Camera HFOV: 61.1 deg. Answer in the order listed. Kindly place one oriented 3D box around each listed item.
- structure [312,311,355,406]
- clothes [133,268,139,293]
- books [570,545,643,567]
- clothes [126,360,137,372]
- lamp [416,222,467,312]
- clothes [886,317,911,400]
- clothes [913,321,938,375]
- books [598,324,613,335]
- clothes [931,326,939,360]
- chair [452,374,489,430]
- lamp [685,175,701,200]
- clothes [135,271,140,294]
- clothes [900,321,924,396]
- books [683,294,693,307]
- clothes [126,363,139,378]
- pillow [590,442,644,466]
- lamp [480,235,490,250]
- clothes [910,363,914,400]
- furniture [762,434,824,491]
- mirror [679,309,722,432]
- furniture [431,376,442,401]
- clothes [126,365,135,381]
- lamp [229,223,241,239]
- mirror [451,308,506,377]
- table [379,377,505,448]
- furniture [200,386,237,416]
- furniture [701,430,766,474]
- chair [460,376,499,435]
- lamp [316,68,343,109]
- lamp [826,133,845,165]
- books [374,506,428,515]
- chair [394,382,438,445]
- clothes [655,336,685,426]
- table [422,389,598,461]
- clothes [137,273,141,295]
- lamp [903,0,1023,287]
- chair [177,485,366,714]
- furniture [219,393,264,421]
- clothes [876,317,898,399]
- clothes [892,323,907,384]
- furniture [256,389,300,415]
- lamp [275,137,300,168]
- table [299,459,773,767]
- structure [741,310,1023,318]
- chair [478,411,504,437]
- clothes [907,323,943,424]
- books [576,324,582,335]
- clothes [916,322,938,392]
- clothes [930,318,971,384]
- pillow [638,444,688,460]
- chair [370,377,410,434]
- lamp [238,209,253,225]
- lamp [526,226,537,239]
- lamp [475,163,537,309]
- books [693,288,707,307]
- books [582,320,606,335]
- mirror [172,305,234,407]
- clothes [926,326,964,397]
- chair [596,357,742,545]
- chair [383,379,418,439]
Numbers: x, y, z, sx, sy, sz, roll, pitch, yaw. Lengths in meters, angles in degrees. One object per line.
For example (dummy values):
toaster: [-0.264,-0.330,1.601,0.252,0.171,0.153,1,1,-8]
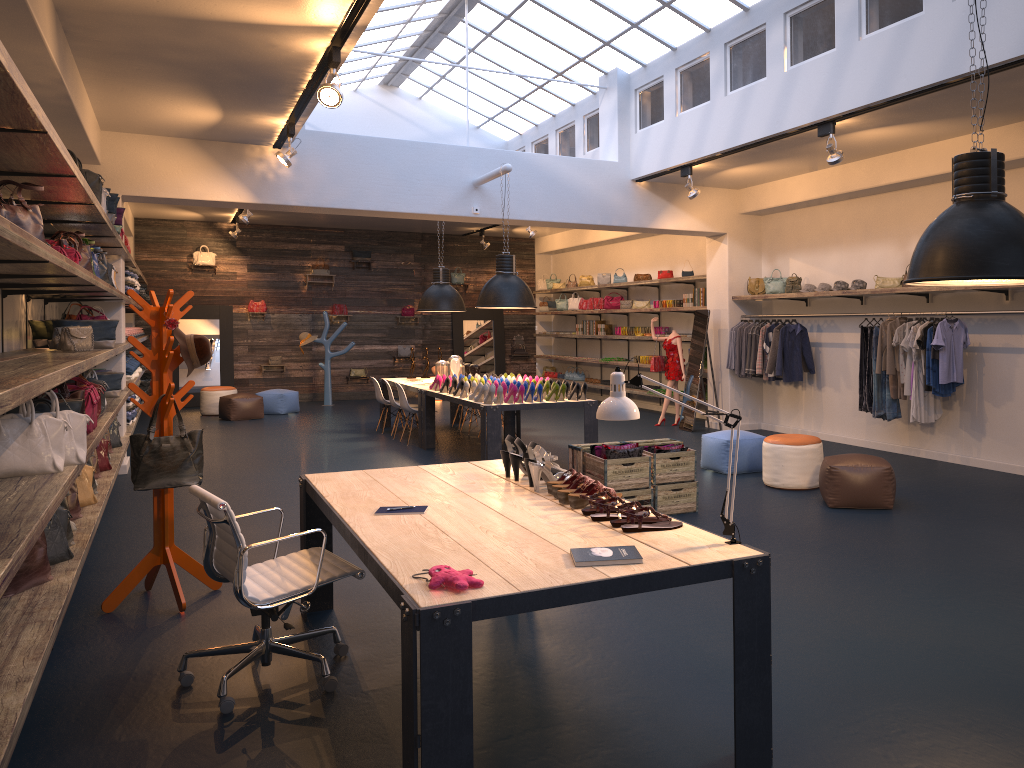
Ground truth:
structure: [-3.496,-0.494,16.667,0.968,1.807,0.172,0,0,-2]
clothes: [-4.879,-1.255,10.932,0.280,0.455,0.321,0,1,-10]
books: [0.320,0.584,2.954,0.233,0.017,0.174,0,4,-7]
clothes: [-5.080,-0.200,11.186,0.453,0.240,0.400,-1,3,-24]
lamp: [-0.998,-1.845,12.232,0.680,1.646,0.720,0,1,12]
clothes: [4.429,-0.292,9.864,0.560,0.947,0.171,-1,0,-30]
clothes: [4.588,-0.392,9.469,0.557,0.586,0.073,-1,1,-27]
books: [1.827,-1.065,17.039,0.194,0.213,0.308,-1,3,-23]
clothes: [4.625,-0.431,9.297,0.489,0.371,0.128,-1,1,-28]
chair: [-0.626,0.255,13.057,0.580,0.801,0.436,-1,1,-23]
lamp: [2.219,-2.421,10.747,0.240,0.327,0.182,0,1,3]
clothes: [-4.991,-1.274,11.219,0.280,0.455,0.321,0,1,-10]
clothes: [4.513,-0.288,9.655,0.545,0.831,0.132,-1,0,-24]
books: [2.894,-1.340,13.933,0.192,0.210,0.298,-1,3,-22]
clothes: [-4.944,-0.176,10.834,0.437,0.240,0.416,0,3,-8]
pillow: [0.819,0.632,6.950,0.381,0.349,0.408,-1,2,-24]
lamp: [-0.561,-2.903,17.897,0.229,0.327,0.189,0,1,19]
clothes: [4.536,-0.194,9.608,0.353,0.876,0.086,0,0,-25]
furniture: [2.690,0.735,8.317,0.616,0.480,0.545,-1,2,-22]
mirror: [2.755,-0.210,12.734,0.558,1.765,0.471,0,0,-25]
furniture: [-1.504,0.083,17.973,0.616,0.480,0.545,-1,2,-22]
clothes: [-4.792,-0.150,10.447,0.453,0.240,0.400,-1,3,-24]
lamp: [-5.004,-2.759,15.699,0.229,0.327,0.189,0,1,19]
mirror: [-0.718,-0.710,19.073,1.237,1.917,0.249,-1,0,-27]
table: [-0.968,0.341,12.211,1.319,0.740,2.375,-1,4,-23]
furniture: [-5.036,0.286,14.916,0.616,0.480,0.545,-1,2,-22]
furniture: [2.362,0.702,9.232,0.694,0.423,0.604,-1,3,-26]
chair: [-0.460,0.296,12.447,0.582,0.801,0.434,-1,1,-26]
lamp: [-1.278,-2.127,6.244,0.168,0.315,0.268,1,2,31]
lamp: [3.133,-2.264,8.414,0.171,0.327,0.253,0,1,22]
books: [-0.468,0.533,3.699,0.207,0.018,0.136,0,4,-4]
chair: [-1.257,0.369,11.353,0.582,0.801,0.434,-1,1,-26]
clothes: [2.455,-0.051,13.266,0.498,1.385,0.319,0,0,-38]
table: [-0.101,0.491,9.984,1.319,0.740,2.375,-1,4,-23]
clothes: [-5.114,-1.296,11.535,0.280,0.455,0.321,0,1,-10]
lamp: [2.183,-1.294,4.064,0.646,1.646,0.753,0,1,35]
chair: [-1.029,0.859,3.798,0.727,0.836,0.637,-2,2,-45]
furniture: [-4.440,0.361,14.242,0.703,0.423,0.595,-2,4,-40]
clothes: [4.396,-0.298,9.963,0.560,0.947,0.171,-1,0,-30]
clothes: [4.480,-0.344,9.732,0.588,0.685,0.108,-1,1,-28]
furniture: [-4.100,0.298,15.173,0.625,0.423,0.673,1,3,15]
lamp: [-2.229,-2.279,8.585,0.167,0.327,0.259,1,2,36]
table: [-0.109,0.905,3.813,1.319,0.740,2.375,-1,4,-23]
structure: [4.823,-0.728,8.871,0.041,0.039,8.154,-1,4,-21]
chair: [-0.168,0.334,11.886,0.586,0.801,0.431,-1,1,-31]
clothes: [4.563,-0.116,9.557,0.536,1.109,0.121,0,0,-28]
books: [1.457,-1.122,17.864,0.192,0.210,0.298,-1,3,-22]
clothes: [4.603,-0.296,9.413,0.599,0.751,0.129,-1,0,-25]
clothes: [4.683,-0.353,9.219,0.588,0.699,0.115,-1,1,-28]
pillow: [1.238,0.646,7.267,0.330,0.319,0.428,-1,3,-23]
chair: [-1.753,0.291,12.507,0.582,0.801,0.434,-1,1,-26]
lamp: [-4.104,-2.603,13.390,0.229,0.327,0.189,0,1,19]
lamp: [0.345,-2.746,15.571,0.229,0.327,0.189,0,1,19]
lamp: [-0.072,-1.685,9.859,0.756,1.646,0.644,0,1,-33]
books: [3.085,-1.353,13.533,0.255,0.288,0.597,-1,3,-24]
books: [1.648,-1.134,17.464,0.255,0.288,0.597,-1,3,-24]
mirror: [-5.908,-0.536,16.423,1.237,1.917,0.249,-1,0,-27]
clothes: [4.648,-0.244,9.326,0.523,0.769,0.116,-1,0,-28]
chair: [0.589,0.273,3.255,0.539,0.745,0.171,0,0,11]
chair: [-1.483,0.329,11.937,0.573,0.801,0.442,0,1,-17]
